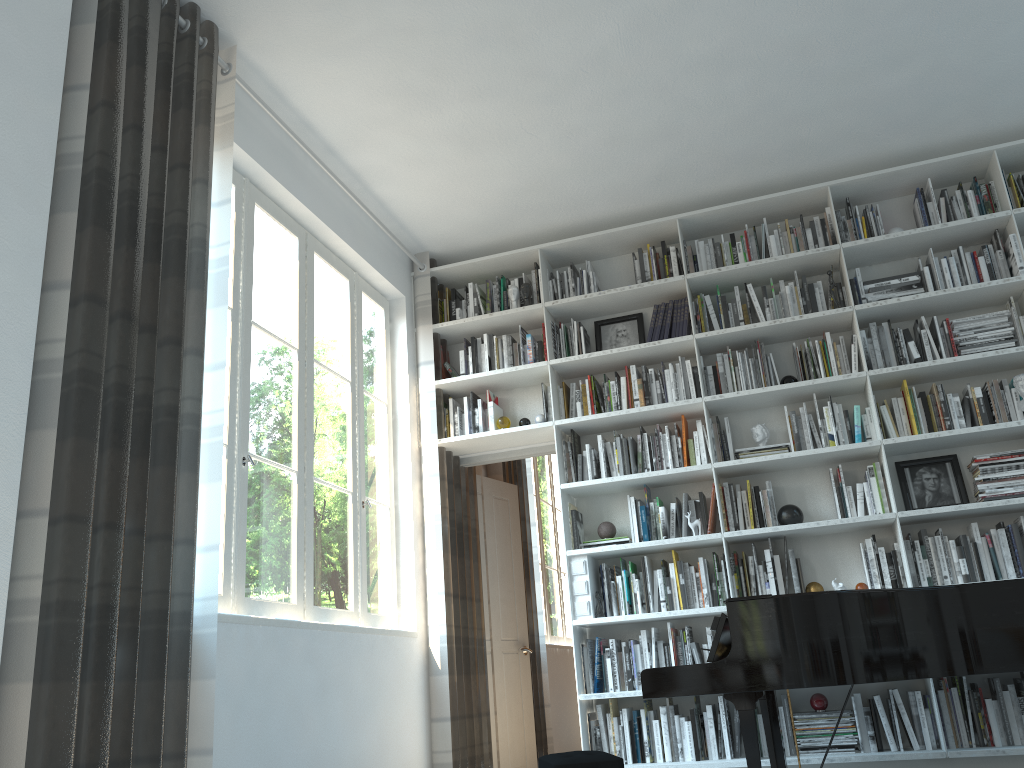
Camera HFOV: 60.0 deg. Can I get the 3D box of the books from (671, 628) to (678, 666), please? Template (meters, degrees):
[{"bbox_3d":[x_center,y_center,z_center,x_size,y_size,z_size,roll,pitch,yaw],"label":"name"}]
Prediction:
[{"bbox_3d":[0.869,1.436,4.653,0.012,0.294,0.177,-10,-19,16],"label":"books"}]

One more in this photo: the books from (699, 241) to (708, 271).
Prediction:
[{"bbox_3d":[1.140,-0.697,5.227,0.031,0.254,0.146,-10,-19,16],"label":"books"}]

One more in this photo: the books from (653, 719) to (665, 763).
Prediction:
[{"bbox_3d":[0.764,1.831,4.559,0.030,0.201,0.168,-10,-19,16],"label":"books"}]

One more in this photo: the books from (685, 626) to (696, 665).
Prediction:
[{"bbox_3d":[0.942,1.422,4.636,0.013,0.300,0.173,-10,-19,16],"label":"books"}]

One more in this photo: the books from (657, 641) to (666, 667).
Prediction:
[{"bbox_3d":[0.804,1.480,4.680,0.031,0.238,0.132,-10,-19,16],"label":"books"}]

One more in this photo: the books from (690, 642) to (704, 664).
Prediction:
[{"bbox_3d":[0.980,1.457,4.615,0.059,0.215,0.178,-10,-19,16],"label":"books"}]

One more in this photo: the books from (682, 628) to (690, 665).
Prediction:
[{"bbox_3d":[0.928,1.431,4.644,0.022,0.289,0.138,-10,-19,16],"label":"books"}]

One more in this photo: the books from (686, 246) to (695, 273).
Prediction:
[{"bbox_3d":[1.068,-0.678,5.240,0.029,0.236,0.156,-10,-19,16],"label":"books"}]

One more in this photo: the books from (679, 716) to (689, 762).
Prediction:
[{"bbox_3d":[0.891,1.808,4.526,0.028,0.205,0.171,-10,-19,16],"label":"books"}]

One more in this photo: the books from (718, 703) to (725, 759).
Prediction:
[{"bbox_3d":[1.064,1.761,4.514,0.040,0.263,0.138,-10,-19,16],"label":"books"}]

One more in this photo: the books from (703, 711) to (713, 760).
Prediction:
[{"bbox_3d":[1.004,1.783,4.506,0.022,0.224,0.141,-10,-19,16],"label":"books"}]

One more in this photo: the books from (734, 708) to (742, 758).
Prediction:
[{"bbox_3d":[1.143,1.748,4.481,0.065,0.255,0.156,-10,-19,16],"label":"books"}]

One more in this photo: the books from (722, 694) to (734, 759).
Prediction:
[{"bbox_3d":[1.097,1.725,4.478,0.012,0.302,0.166,-10,-19,16],"label":"books"}]

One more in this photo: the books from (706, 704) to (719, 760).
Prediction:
[{"bbox_3d":[1.026,1.763,4.502,0.027,0.255,0.179,-10,-19,16],"label":"books"}]

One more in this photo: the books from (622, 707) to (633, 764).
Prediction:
[{"bbox_3d":[0.616,1.827,4.616,0.023,0.265,0.177,-10,-19,16],"label":"books"}]

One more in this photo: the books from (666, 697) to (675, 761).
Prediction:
[{"bbox_3d":[0.830,1.778,4.578,0.014,0.303,0.140,-10,-19,16],"label":"books"}]

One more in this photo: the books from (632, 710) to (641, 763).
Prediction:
[{"bbox_3d":[0.664,1.832,4.619,0.022,0.251,0.140,-10,-19,16],"label":"books"}]

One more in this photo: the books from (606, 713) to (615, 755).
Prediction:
[{"bbox_3d":[0.535,1.856,4.651,0.024,0.245,0.143,-10,-19,16],"label":"books"}]

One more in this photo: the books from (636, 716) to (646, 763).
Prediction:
[{"bbox_3d":[0.683,1.840,4.599,0.022,0.220,0.163,-10,-19,16],"label":"books"}]

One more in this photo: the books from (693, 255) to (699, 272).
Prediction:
[{"bbox_3d":[1.100,-0.653,5.238,0.024,0.182,0.133,-10,-19,16],"label":"books"}]

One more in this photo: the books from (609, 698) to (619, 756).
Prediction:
[{"bbox_3d":[0.548,1.818,4.655,0.011,0.317,0.158,-10,-19,16],"label":"books"}]

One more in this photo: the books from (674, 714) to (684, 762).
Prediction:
[{"bbox_3d":[0.868,1.806,4.535,0.021,0.217,0.191,-10,-20,16],"label":"books"}]

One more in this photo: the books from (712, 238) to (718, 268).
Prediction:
[{"bbox_3d":[1.204,-0.708,5.202,0.012,0.249,0.174,-10,-19,16],"label":"books"}]

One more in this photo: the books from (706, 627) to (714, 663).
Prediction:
[{"bbox_3d":[1.048,1.414,4.615,0.025,0.287,0.131,-10,-19,16],"label":"books"}]

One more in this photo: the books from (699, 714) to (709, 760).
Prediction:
[{"bbox_3d":[0.986,1.795,4.521,0.024,0.213,0.137,-10,-19,16],"label":"books"}]

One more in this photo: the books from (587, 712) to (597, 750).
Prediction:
[{"bbox_3d":[0.435,1.871,4.686,0.012,0.253,0.161,-10,-19,16],"label":"books"}]

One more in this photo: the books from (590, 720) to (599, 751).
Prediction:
[{"bbox_3d":[0.453,1.886,4.675,0.023,0.215,0.159,-10,-19,16],"label":"books"}]

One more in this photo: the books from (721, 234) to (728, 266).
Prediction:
[{"bbox_3d":[1.256,-0.723,5.192,0.010,0.263,0.161,-10,-19,16],"label":"books"}]

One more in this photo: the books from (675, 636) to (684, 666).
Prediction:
[{"bbox_3d":[0.895,1.458,4.657,0.029,0.253,0.153,-10,-19,16],"label":"books"}]

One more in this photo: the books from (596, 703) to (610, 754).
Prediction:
[{"bbox_3d":[0.499,1.837,4.662,0.045,0.292,0.182,-10,-19,16],"label":"books"}]

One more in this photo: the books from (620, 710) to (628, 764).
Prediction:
[{"bbox_3d":[0.597,1.831,4.615,0.013,0.260,0.174,-10,-19,16],"label":"books"}]

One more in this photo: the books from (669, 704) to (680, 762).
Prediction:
[{"bbox_3d":[0.844,1.788,4.550,0.025,0.265,0.160,-10,-19,16],"label":"books"}]

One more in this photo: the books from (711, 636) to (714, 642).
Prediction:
[{"bbox_3d":[1.058,1.426,4.578,0.011,0.239,0.175,-10,-19,16],"label":"books"}]

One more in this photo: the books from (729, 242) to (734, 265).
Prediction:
[{"bbox_3d":[1.297,-0.701,5.190,0.012,0.215,0.150,-10,-19,16],"label":"books"}]

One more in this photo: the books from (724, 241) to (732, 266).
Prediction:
[{"bbox_3d":[1.281,-0.704,5.206,0.025,0.234,0.130,-10,-19,16],"label":"books"}]

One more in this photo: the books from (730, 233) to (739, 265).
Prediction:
[{"bbox_3d":[1.314,-0.729,5.192,0.028,0.267,0.152,-10,-19,16],"label":"books"}]

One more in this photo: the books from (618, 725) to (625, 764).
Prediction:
[{"bbox_3d":[0.589,1.875,4.625,0.022,0.185,0.146,-10,-19,16],"label":"books"}]

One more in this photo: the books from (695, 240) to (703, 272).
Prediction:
[{"bbox_3d":[1.121,-0.699,5.256,0.021,0.278,0.141,-10,-19,16],"label":"books"}]

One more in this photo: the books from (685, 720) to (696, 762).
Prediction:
[{"bbox_3d":[0.918,1.809,4.508,0.031,0.187,0.190,-10,-20,16],"label":"books"}]

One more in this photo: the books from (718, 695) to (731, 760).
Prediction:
[{"bbox_3d":[1.083,1.732,4.484,0.021,0.294,0.188,-10,-19,16],"label":"books"}]

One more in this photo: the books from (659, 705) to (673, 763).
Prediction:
[{"bbox_3d":[0.805,1.794,4.561,0.031,0.265,0.187,-10,-19,16],"label":"books"}]

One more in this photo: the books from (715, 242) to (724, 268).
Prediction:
[{"bbox_3d":[1.221,-0.695,5.179,0.029,0.207,0.179,-10,-19,16],"label":"books"}]

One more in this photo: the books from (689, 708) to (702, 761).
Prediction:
[{"bbox_3d":[0.942,1.778,4.510,0.023,0.243,0.188,-10,-19,16],"label":"books"}]

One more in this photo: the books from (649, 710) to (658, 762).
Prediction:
[{"bbox_3d":[0.745,1.821,4.596,0.022,0.245,0.135,-10,-19,16],"label":"books"}]

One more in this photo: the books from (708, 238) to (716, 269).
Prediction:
[{"bbox_3d":[1.188,-0.705,5.211,0.023,0.250,0.171,-10,-19,16],"label":"books"}]

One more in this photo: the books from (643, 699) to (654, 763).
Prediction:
[{"bbox_3d":[0.720,1.793,4.591,0.013,0.299,0.184,-10,-19,16],"label":"books"}]

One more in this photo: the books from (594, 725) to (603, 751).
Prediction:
[{"bbox_3d":[0.469,1.886,4.640,0.029,0.190,0.177,-10,-20,16],"label":"books"}]

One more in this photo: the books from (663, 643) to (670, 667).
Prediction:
[{"bbox_3d":[0.831,1.481,4.666,0.028,0.224,0.134,-10,-19,16],"label":"books"}]

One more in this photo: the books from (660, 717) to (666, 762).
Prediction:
[{"bbox_3d":[0.794,1.832,4.582,0.014,0.210,0.146,-10,-19,16],"label":"books"}]

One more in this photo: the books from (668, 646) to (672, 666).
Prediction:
[{"bbox_3d":[0.851,1.485,4.658,0.013,0.208,0.155,-10,-19,16],"label":"books"}]

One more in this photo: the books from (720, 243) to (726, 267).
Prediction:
[{"bbox_3d":[1.246,-0.695,5.185,0.015,0.206,0.167,-10,-19,16],"label":"books"}]

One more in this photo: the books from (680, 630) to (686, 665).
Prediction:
[{"bbox_3d":[0.915,1.441,4.659,0.013,0.283,0.139,-10,-19,16],"label":"books"}]

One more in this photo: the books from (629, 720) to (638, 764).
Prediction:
[{"bbox_3d":[0.644,1.857,4.614,0.022,0.205,0.159,-10,-19,16],"label":"books"}]

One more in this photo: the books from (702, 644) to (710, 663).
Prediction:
[{"bbox_3d":[1.028,1.461,4.617,0.030,0.202,0.142,-10,-19,16],"label":"books"}]

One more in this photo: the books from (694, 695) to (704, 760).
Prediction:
[{"bbox_3d":[0.966,1.753,4.543,0.013,0.309,0.131,-10,-19,16],"label":"books"}]

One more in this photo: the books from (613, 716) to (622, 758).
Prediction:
[{"bbox_3d":[0.565,1.857,4.631,0.022,0.225,0.155,-10,-19,16],"label":"books"}]

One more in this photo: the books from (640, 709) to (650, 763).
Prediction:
[{"bbox_3d":[0.707,1.821,4.603,0.027,0.255,0.160,-10,-19,16],"label":"books"}]

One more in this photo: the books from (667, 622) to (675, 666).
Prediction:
[{"bbox_3d":[0.853,1.422,4.654,0.014,0.324,0.171,-10,-19,16],"label":"books"}]

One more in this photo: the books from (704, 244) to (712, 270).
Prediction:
[{"bbox_3d":[1.166,-0.687,5.210,0.023,0.219,0.182,-10,-19,16],"label":"books"}]
